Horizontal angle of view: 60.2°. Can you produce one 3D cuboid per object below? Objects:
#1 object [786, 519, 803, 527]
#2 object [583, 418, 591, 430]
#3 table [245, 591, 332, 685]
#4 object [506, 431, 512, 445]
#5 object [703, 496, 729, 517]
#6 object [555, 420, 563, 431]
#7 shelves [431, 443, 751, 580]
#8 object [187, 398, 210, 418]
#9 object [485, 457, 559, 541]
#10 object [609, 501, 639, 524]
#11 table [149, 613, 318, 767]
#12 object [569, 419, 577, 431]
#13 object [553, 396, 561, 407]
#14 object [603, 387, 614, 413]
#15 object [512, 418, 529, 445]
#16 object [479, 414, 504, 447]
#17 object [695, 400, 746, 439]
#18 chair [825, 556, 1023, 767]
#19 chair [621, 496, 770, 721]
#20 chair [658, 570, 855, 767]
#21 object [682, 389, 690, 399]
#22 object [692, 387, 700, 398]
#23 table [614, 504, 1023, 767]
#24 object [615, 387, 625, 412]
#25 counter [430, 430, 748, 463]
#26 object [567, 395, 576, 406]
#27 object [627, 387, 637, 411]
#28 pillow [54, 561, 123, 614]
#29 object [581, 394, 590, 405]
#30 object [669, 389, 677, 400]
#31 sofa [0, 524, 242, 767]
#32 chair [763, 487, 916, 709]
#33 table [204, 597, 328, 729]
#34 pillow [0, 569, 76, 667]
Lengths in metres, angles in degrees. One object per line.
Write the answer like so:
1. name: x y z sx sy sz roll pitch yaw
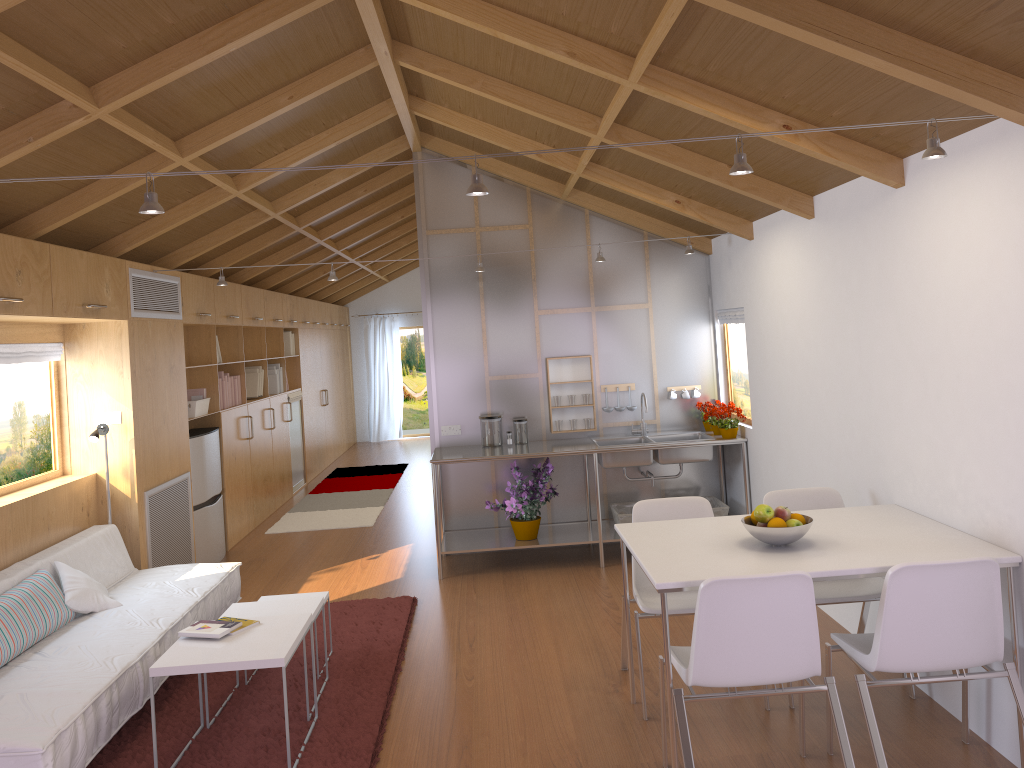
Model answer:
1. object: 1.015 0.521 3.185 0.070 0.069 0.077 -4 1 -1
2. object: 0.549 0.290 6.425 0.061 0.077 0.061 -4 1 -28
3. table: -1.087 1.231 4.311 0.342 0.309 0.369 -4 1 -2
4. object: -0.018 0.381 6.255 0.037 0.092 0.037 -4 -1 13
5. object: 1.302 0.897 6.093 0.299 0.159 0.414 -4 3 -2
6. object: 0.343 0.304 6.418 0.061 0.077 0.061 -4 0 10
7. shelves: 0.527 0.817 6.139 2.092 0.754 0.632 -4 1 -2
8. object: -2.415 0.183 6.642 0.203 0.122 0.350 -4 3 -2
9. object: 0.088 0.780 6.011 0.525 0.553 0.351 -4 0 -11
10. object: 0.849 0.927 6.077 0.299 0.159 0.414 -4 3 -2
11. table: -1.062 1.213 3.451 0.485 0.439 0.524 -4 1 -2
12. object: 0.446 0.297 6.421 0.061 0.077 0.061 -4 1 -28
13. object: 0.331 0.127 6.421 0.061 0.077 0.061 -4 0 10
14. object: 0.698 0.118 6.433 0.074 0.183 0.075 -4 -1 30
15. object: 0.064 0.340 6.355 0.113 0.177 0.113 -4 0 19
16. object: -0.146 0.334 6.328 0.172 0.216 0.172 -4 0 12
17. object: 1.446 0.240 6.166 0.233 0.235 0.688 -4 3 -1
18. chair: 1.371 0.929 2.927 0.531 0.787 0.546 -4 0 -2
19. chair: 0.747 0.918 3.814 0.531 0.787 0.546 -4 0 -2
20. chair: 0.777 0.968 2.906 0.531 0.787 0.546 -4 0 -2
21. object: 1.271 0.072 6.469 0.059 0.081 0.062 -4 0 5
22. object: 1.349 0.065 6.477 0.059 0.080 0.062 -4 0 -2
23. table: 1.073 0.948 3.306 1.209 0.743 0.899 -4 1 -2
24. object: 0.784 0.113 6.436 0.074 0.183 0.075 -4 -1 30
25. counter: 0.502 0.423 6.147 2.109 0.021 0.650 -4 3 -2
26. object: 0.435 0.120 6.425 0.061 0.077 0.061 -4 1 -28
27. object: 0.869 0.107 6.439 0.074 0.183 0.075 -4 -1 30
28. pillow: -2.079 0.985 4.323 0.268 0.252 0.345 -5 2 -38
29. object: 0.538 0.113 6.429 0.061 0.077 0.061 -4 1 -28
30. object: 1.177 0.076 6.471 0.059 0.080 0.062 -4 0 -2
31. sofa: -1.954 1.162 3.978 0.862 0.629 2.355 -4 3 -2
32. chair: 1.340 0.879 3.835 0.531 0.787 0.546 -4 0 -2
33. table: -1.076 1.216 3.912 0.424 0.383 0.459 -4 1 -2
34. pillow: -2.135 1.026 3.697 0.171 0.251 1.042 -4 3 -2
